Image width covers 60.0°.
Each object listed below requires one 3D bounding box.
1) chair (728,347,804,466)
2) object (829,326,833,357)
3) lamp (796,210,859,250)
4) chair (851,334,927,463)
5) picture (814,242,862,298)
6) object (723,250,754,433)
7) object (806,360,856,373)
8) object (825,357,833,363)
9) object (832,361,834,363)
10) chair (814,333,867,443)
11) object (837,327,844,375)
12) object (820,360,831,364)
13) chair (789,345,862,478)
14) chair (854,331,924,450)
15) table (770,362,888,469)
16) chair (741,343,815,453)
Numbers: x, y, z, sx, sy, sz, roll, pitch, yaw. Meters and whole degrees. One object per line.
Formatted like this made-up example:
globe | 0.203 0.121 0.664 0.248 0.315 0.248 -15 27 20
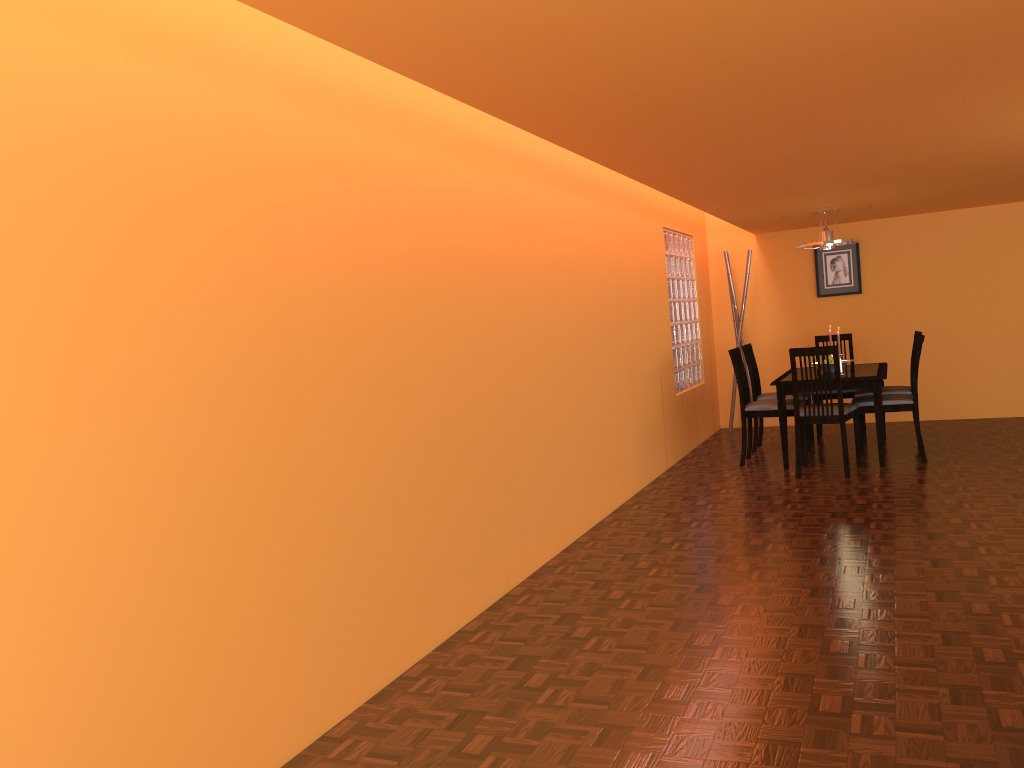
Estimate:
chair | 1.763 0.141 6.095 0.465 0.809 0.373 -4 4 23
object | 2.301 -0.269 6.393 0.044 0.326 0.044 -4 4 12
lamp | 2.271 -1.111 6.410 0.435 0.274 0.435 -8 5 -44
chair | 2.464 0.097 5.789 0.465 0.809 0.373 -4 4 23
picture | 2.785 -0.983 7.583 0.361 0.456 0.014 -4 4 23
object | 1.992 -0.365 7.711 0.226 1.589 0.308 -8 5 -44
object | 2.204 -0.118 6.143 0.337 0.072 0.337 -6 3 -10
object | 2.227 -0.159 6.208 0.069 0.066 0.069 -3 4 33
object | 2.206 -0.147 6.045 0.046 0.046 0.055 -5 3 6
chair | 2.523 0.026 6.873 0.373 0.809 0.465 -4 4 18
object | 2.165 -0.225 5.863 0.044 0.326 0.044 -4 4 12
object | 2.165 -0.129 6.129 0.089 0.076 0.087 -3 4 30
chair | 1.942 0.159 5.537 0.373 0.809 0.465 -3 4 28
chair | 2.690 0.045 6.317 0.465 0.809 0.373 -4 4 23
table | 2.261 0.204 6.195 0.697 0.584 1.259 -4 4 23
chair | 1.989 0.089 6.623 0.465 0.809 0.373 -4 4 23
